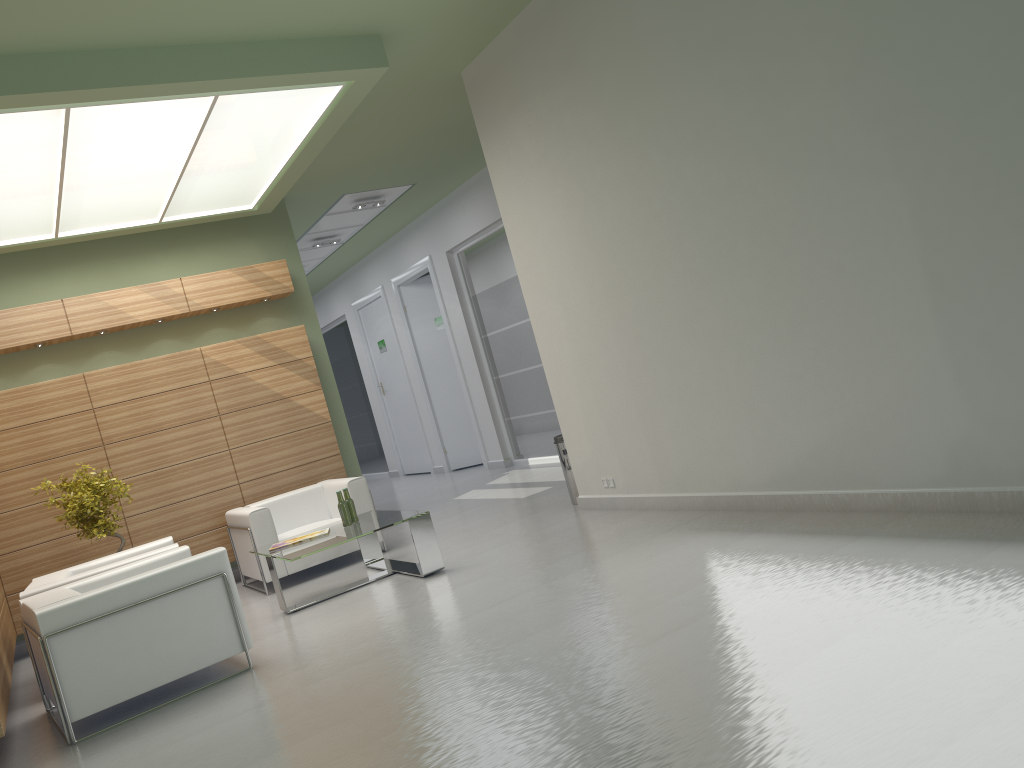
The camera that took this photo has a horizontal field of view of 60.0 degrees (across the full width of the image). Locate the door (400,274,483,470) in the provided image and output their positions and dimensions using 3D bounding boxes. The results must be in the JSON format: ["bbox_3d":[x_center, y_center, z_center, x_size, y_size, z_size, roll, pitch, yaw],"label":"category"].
[{"bbox_3d":[-1.412,-0.399,23.004,2.089,5.083,0.134,-15,1,31],"label":"door"}]

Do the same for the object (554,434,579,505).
[{"bbox_3d":[0.966,1.228,13.141,0.482,1.027,0.483,-15,1,32],"label":"object"}]

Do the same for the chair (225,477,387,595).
[{"bbox_3d":[-3.233,2.296,13.778,1.894,1.234,1.802,-16,1,-29],"label":"chair"}]

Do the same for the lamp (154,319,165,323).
[{"bbox_3d":[-5.812,-1.064,14.612,0.181,0.074,0.181,-16,1,-35],"label":"lamp"}]

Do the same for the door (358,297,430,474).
[{"bbox_3d":[-3.418,0.128,25.517,0.250,5.083,2.089,-16,1,-29],"label":"door"}]

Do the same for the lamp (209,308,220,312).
[{"bbox_3d":[-5.054,-1.282,15.052,0.181,0.074,0.181,-15,1,21],"label":"lamp"}]

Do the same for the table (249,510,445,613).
[{"bbox_3d":[-2.177,2.261,11.413,1.783,0.742,2.197,-16,1,-29],"label":"table"}]

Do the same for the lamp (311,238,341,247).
[{"bbox_3d":[-4.419,-3.389,21.040,0.657,0.159,0.286,-16,1,-29],"label":"lamp"}]

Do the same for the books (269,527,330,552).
[{"bbox_3d":[-2.756,2.021,11.536,0.762,0.025,0.508,-16,1,-9],"label":"books"}]

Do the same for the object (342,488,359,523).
[{"bbox_3d":[-2.160,1.617,11.799,0.131,0.475,0.131,-15,1,26],"label":"object"}]

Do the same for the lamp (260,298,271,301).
[{"bbox_3d":[-4.311,-1.496,15.483,0.181,0.074,0.181,-16,1,-35],"label":"lamp"}]

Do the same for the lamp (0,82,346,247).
[{"bbox_3d":[-5.135,-2.861,11.643,4.571,0.325,5.060,-16,1,-29],"label":"lamp"}]

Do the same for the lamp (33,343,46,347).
[{"bbox_3d":[-7.323,-0.629,13.734,0.181,0.074,0.181,-16,1,-35],"label":"lamp"}]

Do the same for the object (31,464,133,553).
[{"bbox_3d":[-5.866,2.350,12.566,1.116,2.565,1.201,-15,1,29],"label":"object"}]

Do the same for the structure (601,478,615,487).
[{"bbox_3d":[1.274,1.309,11.768,0.017,0.118,0.262,-16,1,-29],"label":"structure"}]

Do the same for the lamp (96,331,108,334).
[{"bbox_3d":[-6.559,-0.848,14.177,0.181,0.074,0.181,-15,1,21],"label":"lamp"}]

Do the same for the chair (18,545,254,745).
[{"bbox_3d":[-3.862,2.537,9.090,1.802,1.234,1.894,-16,1,-34],"label":"chair"}]

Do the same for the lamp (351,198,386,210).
[{"bbox_3d":[-2.976,-3.757,18.376,0.657,0.159,0.286,-16,1,-29],"label":"lamp"}]

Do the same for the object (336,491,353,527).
[{"bbox_3d":[-2.211,1.634,11.630,0.131,0.475,0.131,-15,1,26],"label":"object"}]

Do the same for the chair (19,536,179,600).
[{"bbox_3d":[-4.947,2.813,11.128,1.769,1.234,1.894,-16,1,-24],"label":"chair"}]
